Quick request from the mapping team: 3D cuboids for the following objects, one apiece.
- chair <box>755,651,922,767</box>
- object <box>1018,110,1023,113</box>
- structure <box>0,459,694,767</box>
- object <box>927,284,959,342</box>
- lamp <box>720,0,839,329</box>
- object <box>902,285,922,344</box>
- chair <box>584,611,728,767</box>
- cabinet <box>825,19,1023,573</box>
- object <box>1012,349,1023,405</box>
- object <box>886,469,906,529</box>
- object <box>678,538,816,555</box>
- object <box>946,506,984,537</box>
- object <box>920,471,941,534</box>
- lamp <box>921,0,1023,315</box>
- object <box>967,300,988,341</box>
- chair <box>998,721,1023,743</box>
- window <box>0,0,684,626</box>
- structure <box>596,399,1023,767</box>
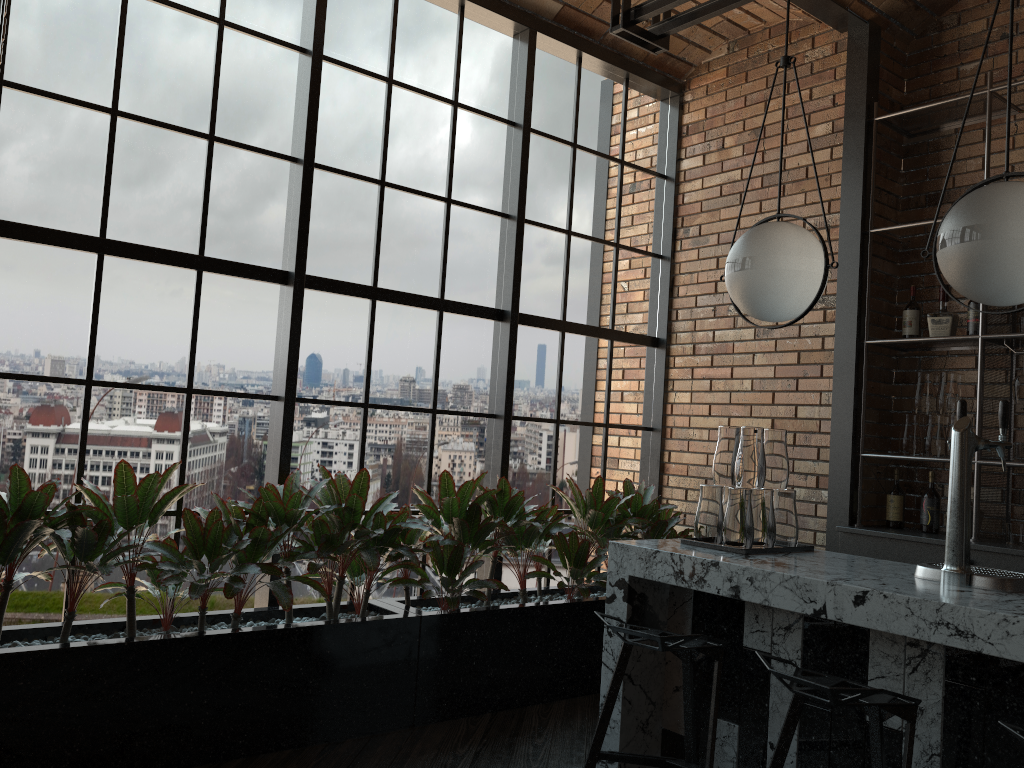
[{"bbox_3d":[0.806,1.044,2.132,0.414,0.737,0.475,6,-4,-34],"label":"chair"},{"bbox_3d":[2.516,-1.055,4.006,0.377,0.554,0.422,1,-4,39],"label":"object"},{"bbox_3d":[-0.495,0.897,3.865,4.107,1.072,0.757,7,-4,-40],"label":"structure"},{"bbox_3d":[2.113,-0.347,4.344,0.123,0.279,0.123,1,-5,40],"label":"object"},{"bbox_3d":[0.940,-1.060,3.053,0.340,1.754,0.340,3,-3,7],"label":"lamp"},{"bbox_3d":[2.036,-0.353,4.512,0.086,0.298,0.086,3,-4,10],"label":"object"},{"bbox_3d":[0.448,1.048,2.577,0.475,0.737,0.414,1,-5,41],"label":"chair"},{"bbox_3d":[2.845,-0.212,3.375,0.564,3.779,7.075,6,-4,-39],"label":"cabinet"},{"bbox_3d":[2.287,-0.032,3.959,0.092,0.244,0.092,6,-4,-33],"label":"object"},{"bbox_3d":[1.935,0.577,4.467,0.086,0.299,0.086,3,-4,10],"label":"object"},{"bbox_3d":[0.826,0.563,3.106,0.437,0.019,0.273,6,-4,-39],"label":"object"},{"bbox_3d":[2.137,0.583,4.182,0.123,0.279,0.123,5,-4,-25],"label":"object"},{"bbox_3d":[2.031,0.572,4.298,0.086,0.297,0.086,4,-3,-5],"label":"object"},{"bbox_3d":[1.400,-1.065,2.482,0.340,1.754,0.340,3,-3,7],"label":"lamp"},{"bbox_3d":[2.224,-0.358,4.235,0.086,0.299,0.086,3,-4,10],"label":"object"},{"bbox_3d":[1.159,1.041,1.694,0.414,0.737,0.475,7,-5,-44],"label":"chair"},{"bbox_3d":[-5.354,-0.968,0.469,16.179,3.253,0.168,6,-4,-39],"label":"window"},{"bbox_3d":[2.745,0.787,1.534,1.930,1.430,5.346,6,-4,-39],"label":"structure"}]
